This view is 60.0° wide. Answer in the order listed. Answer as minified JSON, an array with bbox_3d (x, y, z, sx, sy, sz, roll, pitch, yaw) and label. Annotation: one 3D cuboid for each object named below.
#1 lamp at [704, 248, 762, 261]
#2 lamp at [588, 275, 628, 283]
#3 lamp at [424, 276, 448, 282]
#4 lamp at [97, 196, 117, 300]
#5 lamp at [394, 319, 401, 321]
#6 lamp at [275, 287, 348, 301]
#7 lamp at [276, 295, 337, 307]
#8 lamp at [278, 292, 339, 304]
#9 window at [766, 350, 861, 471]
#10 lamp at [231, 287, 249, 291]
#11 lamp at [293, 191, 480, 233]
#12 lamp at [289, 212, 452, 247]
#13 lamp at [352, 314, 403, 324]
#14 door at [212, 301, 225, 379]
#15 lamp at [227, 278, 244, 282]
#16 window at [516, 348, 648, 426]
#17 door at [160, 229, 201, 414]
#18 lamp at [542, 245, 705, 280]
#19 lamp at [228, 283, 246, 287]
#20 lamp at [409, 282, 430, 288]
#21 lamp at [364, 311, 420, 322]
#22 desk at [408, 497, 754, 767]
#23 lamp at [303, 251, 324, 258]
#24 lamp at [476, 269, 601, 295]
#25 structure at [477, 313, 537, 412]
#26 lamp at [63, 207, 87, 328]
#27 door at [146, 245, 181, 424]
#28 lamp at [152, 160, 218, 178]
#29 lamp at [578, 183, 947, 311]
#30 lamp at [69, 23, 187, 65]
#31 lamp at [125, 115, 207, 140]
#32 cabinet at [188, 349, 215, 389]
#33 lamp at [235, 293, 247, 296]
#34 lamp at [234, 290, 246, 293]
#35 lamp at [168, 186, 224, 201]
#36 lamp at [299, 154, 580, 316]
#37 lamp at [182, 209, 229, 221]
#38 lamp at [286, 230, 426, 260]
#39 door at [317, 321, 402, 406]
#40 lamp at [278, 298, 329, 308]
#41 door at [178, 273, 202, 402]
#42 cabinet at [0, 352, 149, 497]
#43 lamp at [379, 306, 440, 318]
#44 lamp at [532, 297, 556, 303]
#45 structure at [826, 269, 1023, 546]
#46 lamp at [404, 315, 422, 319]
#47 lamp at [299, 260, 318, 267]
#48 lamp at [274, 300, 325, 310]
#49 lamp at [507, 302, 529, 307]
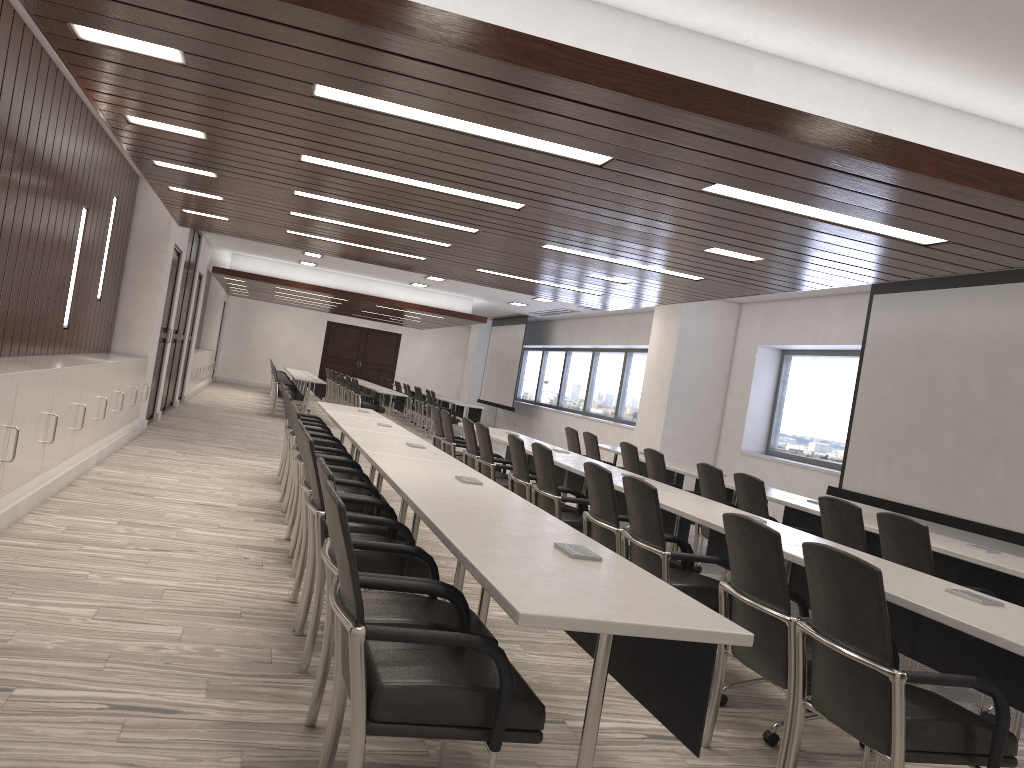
[{"bbox_3d":[1.615,-0.966,6.455,0.421,0.046,0.236,9,0,-16],"label":"lamp"},{"bbox_3d":[0.963,-1.066,8.784,0.421,0.046,0.236,9,0,-16],"label":"lamp"},{"bbox_3d":[-1.336,-1.907,15.624,0.324,0.120,0.519,9,0,-16],"label":"lamp"},{"bbox_3d":[-4.152,-1.385,8.970,0.094,1.058,0.236,9,0,-16],"label":"lamp"},{"bbox_3d":[-2.915,-1.661,22.656,0.421,0.046,0.236,9,0,-16],"label":"lamp"},{"bbox_3d":[-4.093,-1.871,18.202,1.496,0.045,0.236,9,0,-16],"label":"lamp"},{"bbox_3d":[-4.862,-1.989,20.954,1.496,0.045,0.236,9,0,-16],"label":"lamp"},{"bbox_3d":[-4.507,-1.935,19.684,1.496,0.045,0.236,9,0,-16],"label":"lamp"},{"bbox_3d":[4.497,0.396,8.525,0.118,1.419,6.968,9,0,-16],"label":"window"},{"bbox_3d":[-6.330,-2.234,20.533,0.464,0.045,0.236,9,0,-16],"label":"lamp"},{"bbox_3d":[-0.984,-1.394,7.082,1.496,0.045,0.236,9,0,-16],"label":"lamp"},{"bbox_3d":[-1.280,-1.439,8.140,1.496,0.045,0.236,9,0,-16],"label":"lamp"},{"bbox_3d":[-3.557,-1.763,23.844,1.496,0.045,0.236,9,0,-16],"label":"lamp"},{"bbox_3d":[-8.449,-1.233,25.328,0.200,2.323,1.163,9,0,-16],"label":"door"},{"bbox_3d":[-5.560,-2.116,17.781,0.464,0.045,0.236,9,0,-16],"label":"lamp"},{"bbox_3d":[1.669,-0.038,18.641,0.118,1.419,10.452,9,0,-16],"label":"window"},{"bbox_3d":[-5.116,-1.008,13.575,0.200,2.889,2.327,9,0,-16],"label":"door"},{"bbox_3d":[0.972,-1.068,7.643,1.496,0.045,0.236,9,0,-16],"label":"lamp"},{"bbox_3d":[-5.974,-2.179,19.263,0.464,0.045,0.236,9,0,-16],"label":"lamp"},{"bbox_3d":[-1.796,-1.977,17.270,0.324,0.120,0.519,9,0,-16],"label":"lamp"},{"bbox_3d":[-2.906,-1.663,21.515,1.496,0.045,0.236,9,0,-16],"label":"lamp"},{"bbox_3d":[0.025,0.886,2.708,0.577,0.795,1.509,9,0,-16],"label":"desk"},{"bbox_3d":[-3.365,-2.245,15.042,0.324,0.120,0.519,9,0,-16],"label":"lamp"},{"bbox_3d":[0.321,-1.168,9.971,1.496,0.045,0.236,9,0,-16],"label":"lamp"},{"bbox_3d":[-0.240,-0.594,21.726,0.438,2.329,3.550,9,0,-16],"label":"structure"},{"bbox_3d":[-3.849,-1.016,7.699,0.094,1.058,0.236,9,0,-16],"label":"lamp"},{"bbox_3d":[-4.588,-0.641,11.518,0.200,2.323,1.163,9,0,-16],"label":"door"},{"bbox_3d":[-2.451,-1.638,6.661,0.464,0.045,0.236,9,0,-16],"label":"lamp"},{"bbox_3d":[1.854,-1.169,10.566,1.499,0.552,12.001,9,0,1],"label":"lamp"},{"bbox_3d":[-1.682,-1.520,3.909,0.464,0.045,0.236,9,0,-16],"label":"lamp"},{"bbox_3d":[-2.096,-1.584,5.391,0.464,0.045,0.236,9,0,-16],"label":"lamp"},{"bbox_3d":[-7.305,-0.421,20.488,0.476,0.698,7.540,9,0,-16],"label":"cabinet"},{"bbox_3d":[-6.981,-2.334,22.862,0.464,0.045,0.236,9,0,-16],"label":"lamp"},{"bbox_3d":[-6.626,-2.279,21.592,0.464,0.045,0.236,9,0,-16],"label":"lamp"},{"bbox_3d":[-2.747,-1.684,7.719,0.464,0.045,0.236,9,0,-16],"label":"lamp"},{"bbox_3d":[0.213,-1.434,12.514,1.469,0.552,14.295,9,0,7],"label":"lamp"},{"bbox_3d":[-3.102,-1.738,8.990,0.464,0.045,0.236,9,0,-16],"label":"lamp"},{"bbox_3d":[-1.635,-1.494,9.410,1.496,0.045,0.236,9,0,-16],"label":"lamp"},{"bbox_3d":[-4.764,-0.615,27.588,2.329,2.323,0.200,9,0,-16],"label":"door"},{"bbox_3d":[-5.158,-2.035,22.013,1.496,0.045,0.236,9,0,-16],"label":"lamp"},{"bbox_3d":[-5.737,-0.817,15.627,0.200,2.323,1.163,9,0,-16],"label":"door"},{"bbox_3d":[-3.422,0.175,6.600,0.476,0.698,7.540,9,0,-16],"label":"cabinet"},{"bbox_3d":[-2.137,-1.545,18.763,1.496,0.045,0.236,9,0,-16],"label":"lamp"},{"bbox_3d":[0.593,-1.585,16.177,0.324,0.120,0.519,9,0,-16],"label":"lamp"},{"bbox_3d":[3.829,0.031,7.172,0.438,2.329,3.550,9,0,-16],"label":"structure"},{"bbox_3d":[-2.264,-1.561,20.327,0.421,0.046,0.236,9,0,-16],"label":"lamp"},{"bbox_3d":[-3.826,-2.316,16.688,0.324,0.120,0.519,9,0,-16],"label":"lamp"},{"bbox_3d":[-5.513,-2.089,23.283,1.496,0.045,0.236,9,0,-16],"label":"lamp"},{"bbox_3d":[0.132,-1.656,17.823,0.324,0.120,0.519,9,0,-16],"label":"lamp"}]
